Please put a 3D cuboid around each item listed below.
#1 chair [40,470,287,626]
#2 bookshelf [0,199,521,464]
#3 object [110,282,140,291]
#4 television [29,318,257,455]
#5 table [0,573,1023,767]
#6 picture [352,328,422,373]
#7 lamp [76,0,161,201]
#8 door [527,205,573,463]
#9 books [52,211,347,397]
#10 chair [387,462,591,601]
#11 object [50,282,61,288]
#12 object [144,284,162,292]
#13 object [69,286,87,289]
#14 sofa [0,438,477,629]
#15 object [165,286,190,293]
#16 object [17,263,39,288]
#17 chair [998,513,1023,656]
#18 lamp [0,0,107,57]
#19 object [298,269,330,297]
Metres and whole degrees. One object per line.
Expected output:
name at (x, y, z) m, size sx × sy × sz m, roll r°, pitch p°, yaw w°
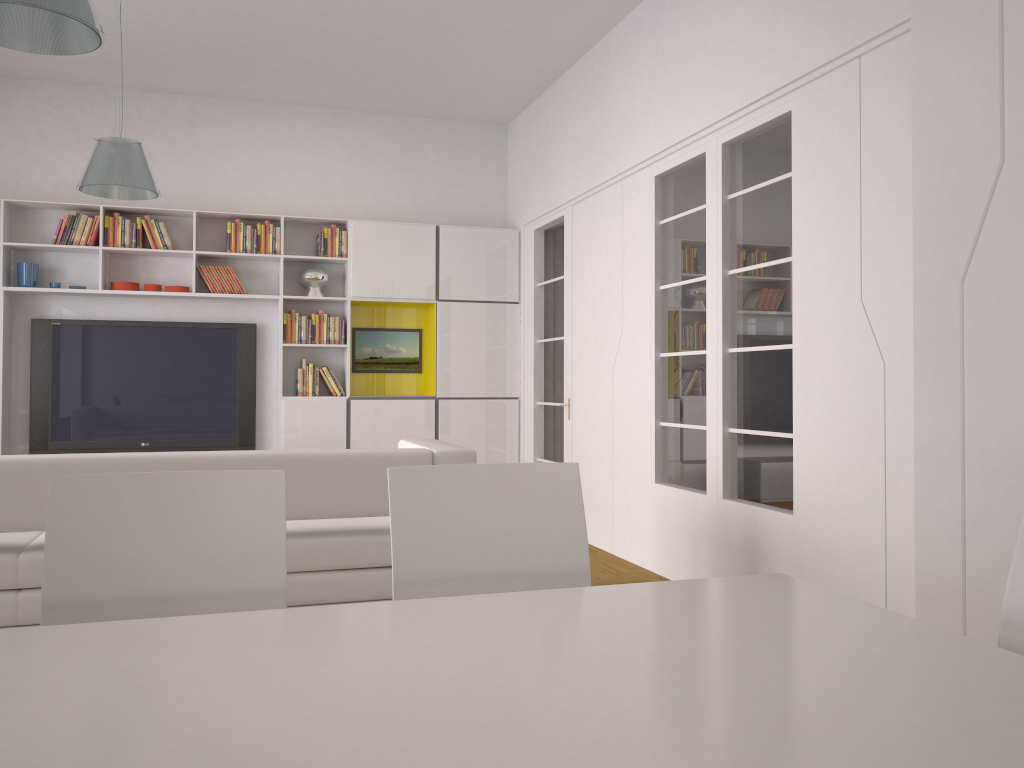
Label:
chair at (-0.659, 0.657, 1.666) m, size 0.561 × 0.931 × 0.575 m, roll 0°, pitch -1°, yaw -18°
bookshelf at (-2.540, -0.122, 7.101) m, size 5.364 × 2.481 × 0.389 m, roll 0°, pitch -1°, yaw -18°
object at (-3.025, -0.753, 6.929) m, size 0.210 × 0.073 × 0.211 m, roll 0°, pitch 0°, yaw -43°
television at (-2.899, 0.045, 7.050) m, size 1.660 × 1.088 × 0.082 m, roll 0°, pitch -1°, yaw -18°
table at (-0.392, 0.757, 0.931) m, size 2.410 × 0.722 × 1.210 m, roll 0°, pitch 0°, yaw -18°
picture at (-1.079, -0.288, 7.681) m, size 0.609 × 0.388 × 0.007 m, roll 0°, pitch -1°, yaw -18°
lamp at (-2.334, -1.762, 5.287) m, size 0.464 × 1.250 × 0.464 m, roll 1°, pitch -1°, yaw -18°
door at (0.309, -0.102, 7.051) m, size 0.139 × 2.455 × 1.008 m, roll 1°, pitch -1°, yaw -18°
books at (-3.235, -0.625, 6.851) m, size 3.862 × 1.456 × 0.235 m, roll 0°, pitch -1°, yaw -18°
chair at (0.009, 0.659, 1.880) m, size 0.561 × 0.931 × 0.575 m, roll 0°, pitch -1°, yaw -18°
object at (-3.487, -0.745, 6.768) m, size 0.078 × 0.056 × 0.078 m, roll 0°, pitch 0°, yaw 7°
object at (-2.831, -0.745, 6.991) m, size 0.128 × 0.073 × 0.129 m, roll 0°, pitch 0°, yaw -21°
object at (-3.338, -0.732, 6.816) m, size 0.124 × 0.032 × 0.123 m, roll 0°, pitch 0°, yaw -32°
sofa at (-1.515, 0.683, 3.636) m, size 2.622 × 0.849 × 0.822 m, roll 0°, pitch -1°, yaw -18°
object at (-2.653, -0.742, 7.028) m, size 0.182 × 0.054 × 0.183 m, roll 0°, pitch 0°, yaw -21°
object at (-3.667, -0.813, 6.712) m, size 0.147 × 0.192 × 0.147 m, roll 1°, pitch -1°, yaw -29°
chair at (0.807, 0.653, 1.337) m, size 0.575 × 0.931 × 0.561 m, roll 0°, pitch -1°, yaw -18°
lamp at (-1.556, -1.762, 2.866) m, size 0.464 × 1.250 × 0.464 m, roll 1°, pitch -1°, yaw -18°
object at (-1.647, -0.826, 7.369) m, size 0.256 × 0.239 × 0.257 m, roll 0°, pitch -1°, yaw -10°
